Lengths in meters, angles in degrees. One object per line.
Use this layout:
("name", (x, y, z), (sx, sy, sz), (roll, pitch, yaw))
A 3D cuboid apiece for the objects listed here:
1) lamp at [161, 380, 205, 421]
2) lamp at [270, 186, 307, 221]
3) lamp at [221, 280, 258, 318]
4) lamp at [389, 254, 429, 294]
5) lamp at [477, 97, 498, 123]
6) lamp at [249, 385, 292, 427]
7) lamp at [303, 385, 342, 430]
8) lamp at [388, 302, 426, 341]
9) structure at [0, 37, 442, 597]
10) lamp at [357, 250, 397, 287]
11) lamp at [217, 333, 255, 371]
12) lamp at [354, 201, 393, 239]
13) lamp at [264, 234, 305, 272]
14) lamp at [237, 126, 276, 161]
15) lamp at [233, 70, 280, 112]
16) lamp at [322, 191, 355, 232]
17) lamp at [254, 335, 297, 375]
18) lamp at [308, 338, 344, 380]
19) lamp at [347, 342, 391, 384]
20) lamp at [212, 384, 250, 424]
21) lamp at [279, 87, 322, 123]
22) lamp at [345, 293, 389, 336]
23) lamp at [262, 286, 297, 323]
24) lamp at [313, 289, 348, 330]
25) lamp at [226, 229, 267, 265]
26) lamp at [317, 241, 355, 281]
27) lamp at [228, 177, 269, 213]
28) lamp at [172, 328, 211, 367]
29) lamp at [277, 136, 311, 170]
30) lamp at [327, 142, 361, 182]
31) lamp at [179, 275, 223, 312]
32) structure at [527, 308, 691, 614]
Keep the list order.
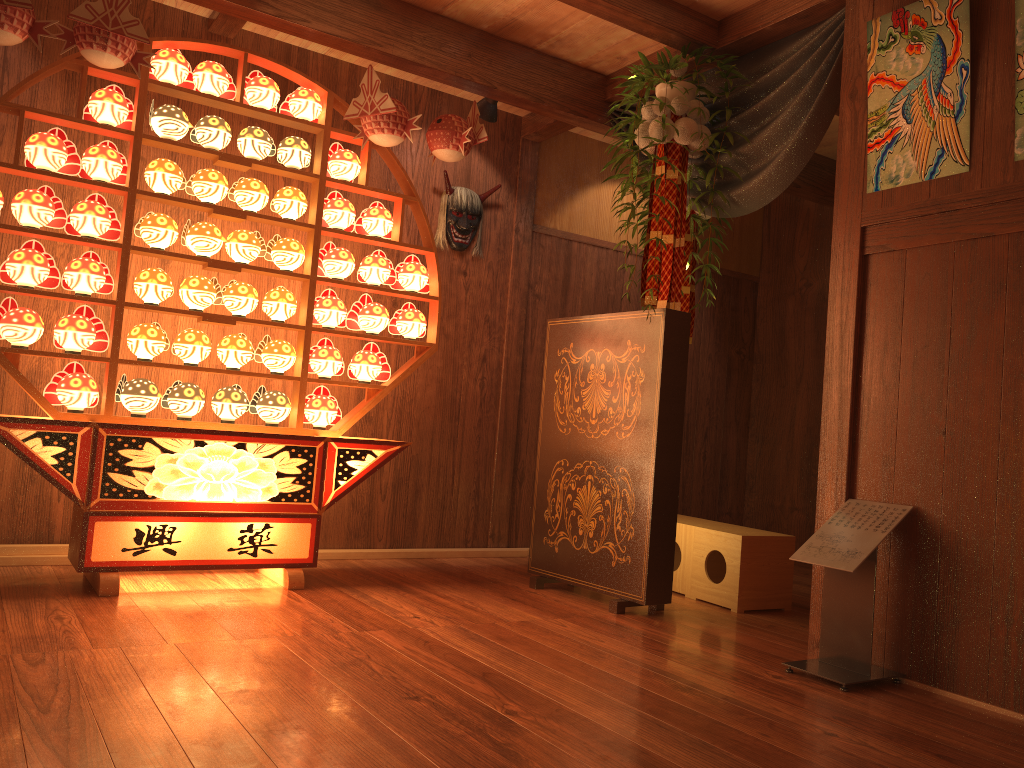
("lamp", (-1.309, 0.067, 3.565), (0.152, 0.161, 0.144), (2, -4, 38))
("lamp", (-0.952, -0.783, 3.805), (0.143, 0.173, 0.152), (6, -4, -27))
("lamp", (-1.127, -0.357, 3.687), (0.151, 0.167, 0.144), (1, -4, 43))
("lamp", (-0.458, -0.520, 4.130), (0.204, 0.200, 0.154), (6, -3, -18))
("lamp", (-0.130, -1.402, 4.438), (0.138, 0.177, 0.172), (5, -3, -13))
("lamp", (-1.008, 0.095, 3.767), (0.153, 0.173, 0.143), (3, -4, 22))
("lamp", (-0.836, 0.102, 3.880), (0.199, 0.197, 0.154), (6, -3, -18))
("lamp", (-0.467, -0.295, 4.122), (0.187, 0.192, 0.153), (6, -4, -23))
("structure", (-1.211, -0.295, 3.634), (2.024, 2.196, 0.474), (7, -4, -33))
("lamp", (-0.623, -0.534, 4.024), (0.182, 0.191, 0.156), (5, -3, -3))
("lamp", (-1.154, -0.138, 3.671), (0.140, 0.167, 0.156), (5, -3, -2))
("lamp", (-0.610, -0.756, 4.031), (0.193, 0.195, 0.154), (6, -3, -18))
("lamp", (-0.957, -0.562, 3.804), (0.152, 0.173, 0.143), (3, -4, 27))
("lamp", (-1.088, -1.016, 3.724), (0.138, 0.167, 0.158), (4, -3, 8))
("lamp", (-1.050, -1.250, 3.744), (0.207, 0.200, 0.151), (7, -4, -42))
("lamp", (-0.763, -0.775, 3.929), (0.207, 0.200, 0.152), (7, -4, -33))
("lamp", (-0.989, -0.123, 3.778), (0.153, 0.173, 0.143), (3, -4, 22))
("lamp", (-0.815, -0.114, 3.891), (0.190, 0.194, 0.153), (6, -4, -23))
("lamp", (-0.660, -0.100, 3.995), (0.200, 0.200, 0.157), (4, -3, 2))
("lamp", (-1.171, 0.080, 3.658), (0.140, 0.167, 0.156), (5, -3, -2))
("lamp", (-0.895, -1.226, 3.845), (0.195, 0.188, 0.152), (6, -4, -28))
("lamp", (-0.622, -0.317, 4.020), (0.152, 0.200, 0.207), (1, -4, 42))
("lamp", (-0.992, -0.345, 3.776), (0.142, 0.173, 0.154), (6, -3, -17))
("lamp", (-0.800, -0.334, 3.902), (0.194, 0.195, 0.153), (6, -4, -23))
("lamp", (-1.131, -0.578, 3.699), (0.136, 0.167, 0.161), (3, -4, 23))
("lamp", (-0.762, -0.547, 3.930), (0.152, 0.187, 0.195), (2, -4, 38))
("lamp", (-1.090, -0.795, 3.716), (0.152, 0.167, 0.144), (2, -4, 38))
("lamp", (-1.290, -0.151, 3.577), (0.144, 0.161, 0.152), (7, -4, -32))
("lamp", (-0.939, -1.003, 3.816), (0.142, 0.173, 0.154), (6, -3, -17))
("lamp", (-0.740, -0.994, 3.947), (0.152, 0.200, 0.207), (1, -4, 42))
("lamp", (-1.284, -0.371, 3.592), (0.135, 0.161, 0.162), (2, -4, 33))
("structure", (0.410, 0.319, 3.918), (0.280, 1.250, 0.773), (7, -4, -36))
